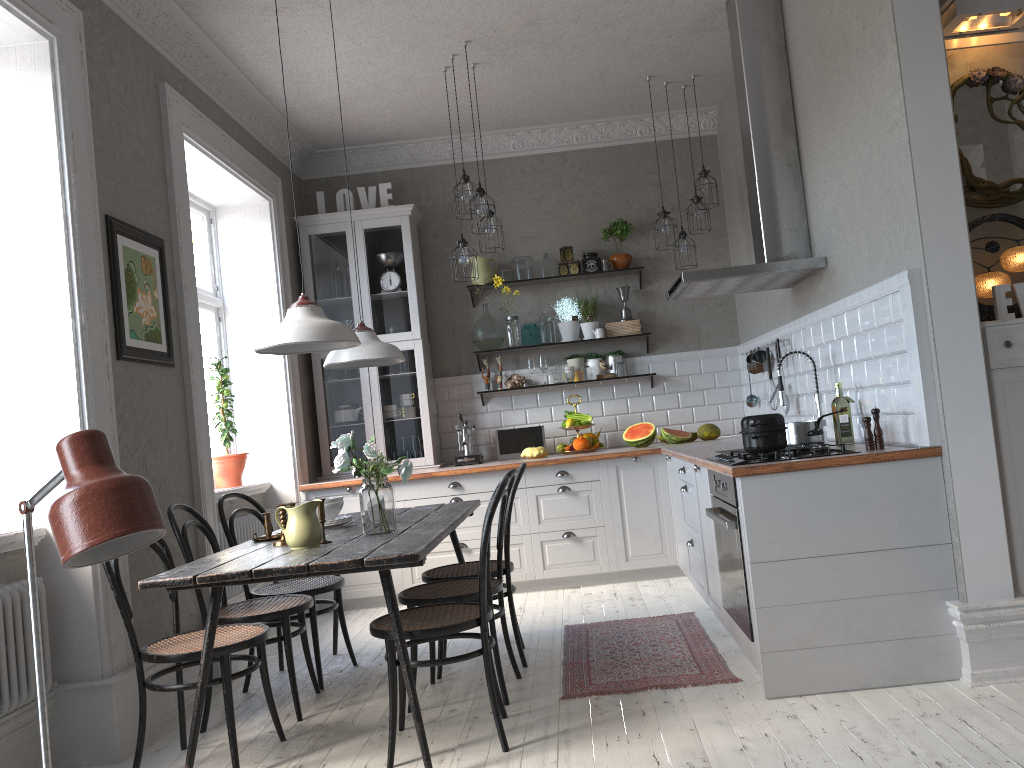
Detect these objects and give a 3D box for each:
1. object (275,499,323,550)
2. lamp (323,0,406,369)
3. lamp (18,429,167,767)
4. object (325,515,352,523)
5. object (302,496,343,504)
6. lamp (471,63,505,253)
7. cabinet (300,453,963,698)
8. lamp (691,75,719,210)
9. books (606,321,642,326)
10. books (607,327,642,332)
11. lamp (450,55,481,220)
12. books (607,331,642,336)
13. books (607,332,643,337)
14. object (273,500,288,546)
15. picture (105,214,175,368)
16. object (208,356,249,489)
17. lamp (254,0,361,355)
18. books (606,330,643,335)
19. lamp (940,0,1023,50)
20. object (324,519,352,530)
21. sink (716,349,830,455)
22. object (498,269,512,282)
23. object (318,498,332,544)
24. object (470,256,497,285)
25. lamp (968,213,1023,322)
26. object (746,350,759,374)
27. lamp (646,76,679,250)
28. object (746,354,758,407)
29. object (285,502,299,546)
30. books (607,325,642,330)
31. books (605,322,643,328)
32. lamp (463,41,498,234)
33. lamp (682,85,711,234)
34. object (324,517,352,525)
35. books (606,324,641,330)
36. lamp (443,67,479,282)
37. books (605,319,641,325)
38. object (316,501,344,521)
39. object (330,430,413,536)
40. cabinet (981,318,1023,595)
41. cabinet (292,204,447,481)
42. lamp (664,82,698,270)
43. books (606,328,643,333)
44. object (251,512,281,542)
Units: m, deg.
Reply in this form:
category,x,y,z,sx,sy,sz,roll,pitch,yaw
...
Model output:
category,x,y,z,sx,sy,sz,roll,pitch,yaw
object,-0.779,0.520,3.275,0.153,0.170,0.133,-4,-3,-37
lamp,-0.781,-1.011,4.173,0.377,1.858,0.382,-6,-3,10
lamp,-0.429,0.468,0.877,0.246,0.839,0.141,-8,-3,37
object,-0.830,0.612,3.931,0.233,0.027,0.241,-7,-3,25
object,-0.836,0.556,3.933,0.180,0.094,0.178,-6,-3,-7
lamp,-0.207,-1.662,5.356,0.148,1.734,0.145,-5,-3,-11
cabinet,0.623,0.849,5.090,2.030,0.854,4.107,-4,-4,-42
lamp,1.214,-2.040,5.930,0.149,1.734,0.144,-5,-3,-26
books,0.832,-0.443,6.598,0.259,0.016,0.159,-7,-3,11
books,0.837,-0.400,6.596,0.260,0.011,0.158,-6,-3,8
lamp,-0.343,-1.837,5.211,0.148,1.734,0.145,-5,-3,-11
books,0.840,-0.368,6.595,0.260,0.011,0.158,-6,-3,8
books,0.841,-0.357,6.594,0.260,0.011,0.158,-6,-3,4
object,-0.895,0.541,3.468,0.097,0.172,0.095,-5,-3,-17
picture,-1.655,-0.395,3.970,0.020,0.619,0.522,-6,-3,3
object,-1.779,0.232,5.472,0.255,0.813,0.265,-7,-3,30
lamp,-0.840,-1.049,3.280,0.371,1.858,0.387,-8,-3,40
books,0.839,-0.379,6.595,0.258,0.016,0.159,-7,-3,14
lamp,1.948,-1.512,3.625,0.415,0.171,0.220,-6,-3,2
object,-0.828,0.629,3.930,0.234,0.027,0.241,-7,-3,20
sink,1.269,0.203,4.303,0.527,0.720,0.486,-6,-3,2
object,-0.048,-0.797,6.631,0.103,0.111,0.103,-6,-3,2
object,-0.719,0.519,3.357,0.058,0.167,0.060,-7,-3,16
object,-0.216,-0.836,6.578,0.189,0.216,0.175,-7,-3,16
lamp,1.949,-0.401,3.530,0.446,0.558,0.173,-6,-3,9
object,1.592,-0.145,5.806,0.107,0.161,0.138,-7,-3,14
lamp,0.932,-1.754,5.854,0.144,1.734,0.149,-8,-3,34
object,1.626,-0.028,6.061,0.077,0.378,0.083,-6,-3,2
object,-0.839,0.531,3.394,0.061,0.172,0.063,-7,-3,24
books,0.836,-0.412,6.597,0.260,0.011,0.158,-6,-3,4
books,0.833,-0.433,6.598,0.258,0.016,0.159,-7,-3,14
lamp,-0.245,-1.724,5.045,0.150,1.734,0.143,-4,-3,-41
lamp,1.197,-1.901,6.095,0.143,1.734,0.150,-8,-4,44
object,-0.829,0.620,3.931,0.242,0.027,0.233,-4,-3,-30
books,0.835,-0.422,6.597,0.260,0.011,0.158,-6,-3,8
lamp,-0.364,-1.485,5.356,0.149,1.734,0.144,-4,-3,-31
books,0.831,-0.454,6.599,0.260,0.011,0.158,-6,-3,8
object,-0.834,0.576,3.932,0.180,0.094,0.178,-6,-3,-7
object,-0.540,0.381,3.479,0.312,0.414,0.251,-6,-3,0
cabinet,2.122,0.390,3.396,0.666,1.297,0.384,-6,-3,2
cabinet,-1.027,-0.280,6.489,0.879,1.920,0.388,-6,-3,1
lamp,1.081,-1.640,5.980,0.149,1.734,0.144,-5,-3,-26
books,0.838,-0.390,6.596,0.259,0.016,0.159,-7,-3,11
object,-1.022,0.596,3.708,0.141,0.112,0.138,-5,-3,-15
